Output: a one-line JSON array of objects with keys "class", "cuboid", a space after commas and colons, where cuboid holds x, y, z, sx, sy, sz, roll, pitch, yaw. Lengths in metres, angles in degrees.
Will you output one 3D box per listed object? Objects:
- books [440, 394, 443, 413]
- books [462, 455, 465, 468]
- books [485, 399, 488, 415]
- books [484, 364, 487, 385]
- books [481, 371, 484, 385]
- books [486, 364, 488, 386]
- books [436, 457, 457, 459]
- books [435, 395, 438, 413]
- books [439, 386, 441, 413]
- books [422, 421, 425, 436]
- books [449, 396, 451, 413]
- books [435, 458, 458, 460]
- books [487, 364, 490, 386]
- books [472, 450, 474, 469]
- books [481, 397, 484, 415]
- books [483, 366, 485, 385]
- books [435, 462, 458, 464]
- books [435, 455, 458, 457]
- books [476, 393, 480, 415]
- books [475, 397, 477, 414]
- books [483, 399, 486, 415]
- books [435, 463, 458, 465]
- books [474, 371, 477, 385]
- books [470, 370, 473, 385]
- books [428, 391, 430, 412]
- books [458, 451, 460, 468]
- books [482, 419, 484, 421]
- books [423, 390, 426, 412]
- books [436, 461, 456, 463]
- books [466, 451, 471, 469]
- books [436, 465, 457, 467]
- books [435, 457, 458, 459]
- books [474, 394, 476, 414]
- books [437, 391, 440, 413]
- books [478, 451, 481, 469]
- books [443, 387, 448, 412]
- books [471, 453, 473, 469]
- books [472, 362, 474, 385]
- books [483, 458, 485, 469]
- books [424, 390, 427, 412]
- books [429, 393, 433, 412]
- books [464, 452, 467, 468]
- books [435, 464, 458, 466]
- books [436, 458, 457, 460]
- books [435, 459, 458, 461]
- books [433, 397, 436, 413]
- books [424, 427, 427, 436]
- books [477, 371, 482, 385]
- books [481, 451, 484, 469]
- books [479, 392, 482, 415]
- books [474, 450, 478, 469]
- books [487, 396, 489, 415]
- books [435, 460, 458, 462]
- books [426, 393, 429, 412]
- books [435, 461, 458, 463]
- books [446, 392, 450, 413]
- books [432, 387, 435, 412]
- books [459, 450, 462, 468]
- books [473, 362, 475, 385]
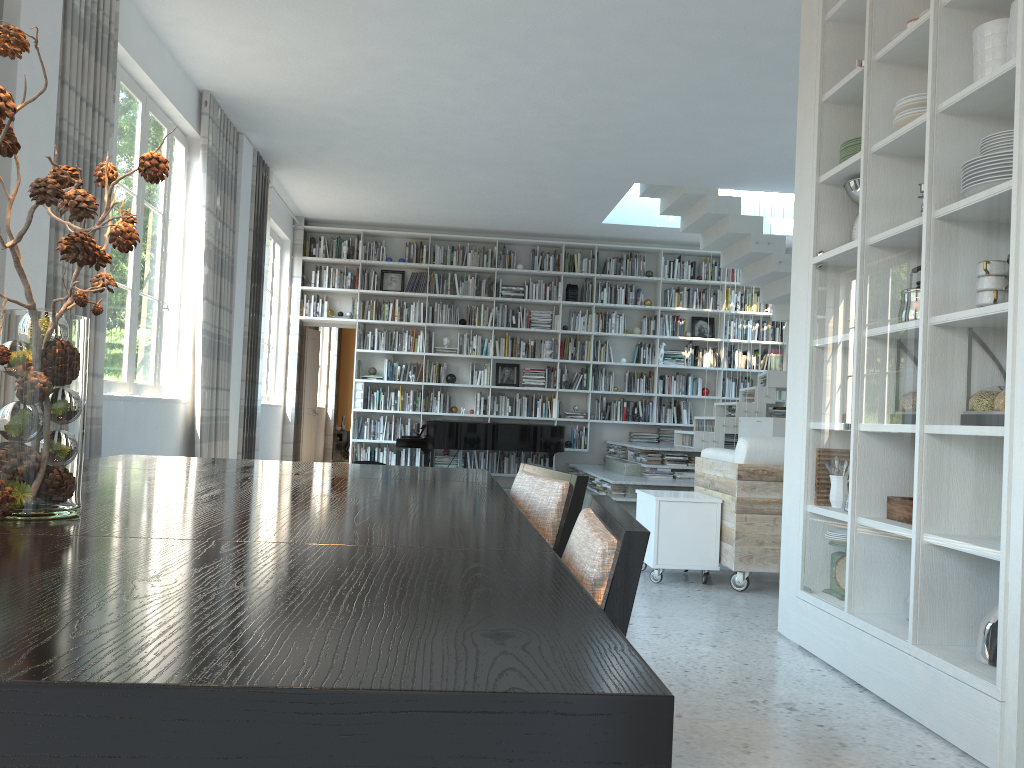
[{"class": "books", "cuboid": [-0.885, 0.245, 11.182, 0.029, 0.241, 0.135, 3, -2, -4]}, {"class": "books", "cuboid": [-0.620, 1.000, 11.173, 0.029, 0.202, 0.178, 3, -2, -4]}, {"class": "books", "cuboid": [-0.325, 0.292, 11.220, 0.024, 0.201, 0.158, 3, -2, -4]}, {"class": "books", "cuboid": [-0.338, -0.109, 11.221, 0.027, 0.269, 0.178, 3, -2, -4]}, {"class": "books", "cuboid": [-0.377, -0.070, 11.222, 0.024, 0.188, 0.172, 3, -2, -4]}, {"class": "books", "cuboid": [-0.318, -0.114, 11.214, 0.011, 0.279, 0.187, 3, -2, -4]}, {"class": "books", "cuboid": [-0.823, 0.930, 11.162, 0.254, 0.006, 0.161, 3, -2, -9]}, {"class": "books", "cuboid": [-0.949, 0.254, 11.163, 0.021, 0.215, 0.172, 3, -2, -4]}, {"class": "books", "cuboid": [-0.904, 0.195, 11.190, 0.013, 0.339, 0.138, 3, -2, -4]}, {"class": "books", "cuboid": [-1.114, 0.594, 11.159, 0.023, 0.266, 0.134, 3, -2, -4]}, {"class": "books", "cuboid": [-0.784, 0.264, 11.187, 0.023, 0.212, 0.160, 3, -2, -4]}, {"class": "books", "cuboid": [-0.827, 0.946, 11.163, 0.285, 0.005, 0.159, 3, -2, -8]}, {"class": "books", "cuboid": [-0.302, -0.114, 11.218, 0.021, 0.281, 0.162, 3, -2, -4]}, {"class": "books", "cuboid": [-0.497, 0.969, 11.174, 0.012, 0.274, 0.180, 3, -2, -4]}, {"class": "books", "cuboid": [-0.381, 0.279, 11.209, 0.029, 0.221, 0.153, 3, -2, -4]}, {"class": "books", "cuboid": [-0.357, -0.098, 11.213, 0.012, 0.244, 0.171, 3, -2, -4]}, {"class": "books", "cuboid": [-0.827, 0.992, 11.169, 0.285, 0.007, 0.159, 3, -2, -3]}, {"class": "books", "cuboid": [-0.821, 0.903, 11.162, 0.285, 0.005, 0.159, 3, -2, 1]}, {"class": "books", "cuboid": [-0.431, 0.252, 11.205, 0.027, 0.269, 0.159, 3, -2, -4]}, {"class": "books", "cuboid": [-0.455, 0.274, 11.220, 0.015, 0.225, 0.148, 3, -2, -4]}, {"class": "books", "cuboid": [-0.354, 0.294, 11.231, 0.031, 0.194, 0.142, 3, -2, -4]}, {"class": "books", "cuboid": [-0.826, 1.005, 11.159, 0.285, 0.007, 0.159, 3, -2, -9]}, {"class": "books", "cuboid": [-0.461, -0.072, 11.225, 0.030, 0.183, 0.154, 3, -2, -4]}, {"class": "books", "cuboid": [-0.511, -0.076, 11.207, 0.025, 0.186, 0.154, 3, -2, -4]}, {"class": "books", "cuboid": [-1.044, 0.221, 11.148, 0.012, 0.272, 0.181, 3, -2, -4]}, {"class": "books", "cuboid": [-0.670, 0.972, 11.167, 0.012, 0.254, 0.161, 3, -2, -4]}, {"class": "books", "cuboid": [-0.377, 0.603, 11.201, 0.013, 0.320, 0.173, 3, -2, -4]}, {"class": "books", "cuboid": [-1.101, 0.217, 11.165, 0.013, 0.275, 0.147, 3, -2, -4]}, {"class": "books", "cuboid": [-0.829, 0.979, 11.171, 0.254, 0.006, 0.161, 3, -2, -4]}, {"class": "books", "cuboid": [-0.546, 0.978, 11.180, 0.062, 0.253, 0.177, 3, -2, -4]}, {"class": "books", "cuboid": [-0.828, 1.026, 11.162, 0.254, 0.007, 0.161, 3, -2, -8]}, {"class": "books", "cuboid": [-0.823, 0.935, 11.166, 0.285, 0.005, 0.159, 3, -2, -7]}, {"class": "books", "cuboid": [-0.467, 0.259, 11.212, 0.012, 0.254, 0.161, 3, -2, -4]}, {"class": "books", "cuboid": [-0.924, 0.228, 11.162, 0.027, 0.269, 0.185, 3, -2, -4]}, {"class": "books", "cuboid": [-0.407, 0.983, 11.208, 0.025, 0.259, 0.132, 3, -2, -4]}, {"class": "books", "cuboid": [-0.843, 0.203, 11.170, 0.050, 0.328, 0.166, 3, -2, -4]}, {"class": "books", "cuboid": [-0.510, 0.991, 11.180, 0.011, 0.232, 0.174, 3, -2, -4]}, {"class": "books", "cuboid": [-0.491, -0.128, 11.221, 0.011, 0.291, 0.156, 3, -2, -4]}, {"class": "books", "cuboid": [-0.360, 1.024, 11.196, 0.024, 0.179, 0.171, 3, -2, -4]}, {"class": "books", "cuboid": [-1.087, 0.213, 11.156, 0.013, 0.283, 0.146, 3, -2, -4]}, {"class": "books", "cuboid": [-1.018, 0.234, 11.158, 0.042, 0.248, 0.162, 3, -2, -4]}, {"class": "books", "cuboid": [-0.591, 0.984, 11.188, 0.028, 0.238, 0.136, 3, -2, -4]}, {"class": "books", "cuboid": [-0.827, 1.019, 11.162, 0.285, 0.007, 0.159, 3, -2, -8]}, {"class": "books", "cuboid": [-0.823, 0.941, 11.164, 0.254, 0.006, 0.161, 3, -2, 0]}, {"class": "books", "cuboid": [-0.828, 0.957, 11.170, 0.285, 0.005, 0.159, 3, -2, -5]}, {"class": "books", "cuboid": [-0.973, 0.263, 11.165, 0.024, 0.196, 0.157, 3, -2, -4]}, {"class": "books", "cuboid": [-1.090, 0.622, 11.154, 0.026, 0.213, 0.140, 3, -2, -4]}, {"class": "books", "cuboid": [-0.417, -0.073, 11.214, 0.057, 0.188, 0.156, 3, -2, -4]}, {"class": "books", "cuboid": [-0.380, 0.982, 11.178, 0.024, 0.260, 0.189, 3, -2, -4]}, {"class": "books", "cuboid": [-0.401, 0.243, 11.217, 0.014, 0.290, 0.132, 3, -2, -4]}, {"class": "books", "cuboid": [-0.455, 0.971, 11.191, 0.073, 0.275, 0.181, 3, -2, -4]}, {"class": "books", "cuboid": [-0.305, 0.273, 11.248, 0.019, 0.242, 0.107, 3, -2, -4]}, {"class": "books", "cuboid": [-0.828, 0.973, 11.167, 0.285, 0.005, 0.159, 3, -2, -6]}, {"class": "books", "cuboid": [-1.066, 0.236, 11.154, 0.030, 0.239, 0.157, 3, -2, -4]}, {"class": "books", "cuboid": [-0.826, 0.985, 11.172, 0.285, 0.007, 0.159, 3, -2, -4]}, {"class": "books", "cuboid": [-0.806, 0.238, 11.171, 0.027, 0.261, 0.163, 3, -2, -4]}, {"class": "books", "cuboid": [-0.989, 0.203, 11.160, 0.014, 0.313, 0.166, 3, -2, -4]}, {"class": "books", "cuboid": [-0.649, 0.967, 11.184, 0.031, 0.265, 0.144, 3, -2, -4]}, {"class": "books", "cuboid": [-0.479, -0.130, 11.219, 0.012, 0.298, 0.166, 3, -2, -4]}]
